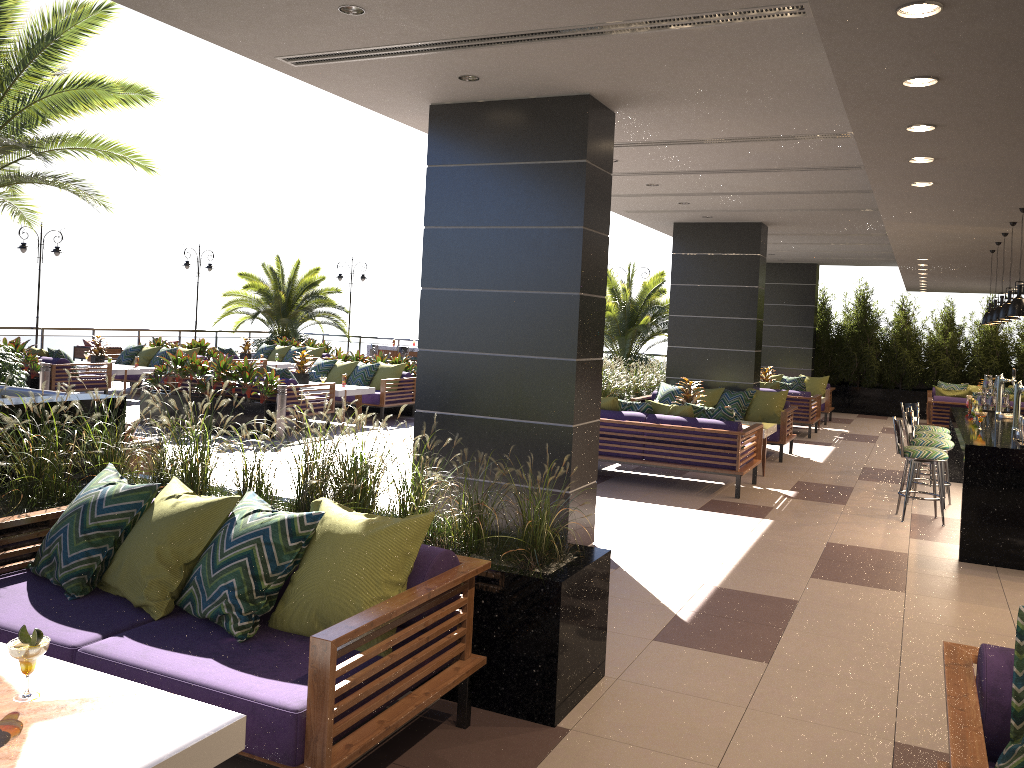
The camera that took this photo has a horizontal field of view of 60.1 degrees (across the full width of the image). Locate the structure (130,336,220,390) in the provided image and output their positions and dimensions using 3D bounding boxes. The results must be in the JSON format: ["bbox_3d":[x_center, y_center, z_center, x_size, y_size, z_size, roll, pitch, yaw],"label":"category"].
[{"bbox_3d":[-6.545,-0.350,17.325,2.251,1.171,0.714,4,2,22],"label":"structure"}]

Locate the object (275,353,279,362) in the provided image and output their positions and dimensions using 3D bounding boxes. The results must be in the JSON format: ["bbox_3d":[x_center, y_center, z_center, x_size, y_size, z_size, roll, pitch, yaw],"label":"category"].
[{"bbox_3d":[-5.073,-0.573,19.105,0.069,0.211,0.069,3,1,13],"label":"object"}]

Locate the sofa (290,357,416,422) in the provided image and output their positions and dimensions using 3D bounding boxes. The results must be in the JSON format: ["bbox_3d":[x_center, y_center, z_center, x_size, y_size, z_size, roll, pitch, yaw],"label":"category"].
[{"bbox_3d":[-2.727,0.046,14.724,2.129,0.919,1.119,4,3,25],"label":"sofa"}]

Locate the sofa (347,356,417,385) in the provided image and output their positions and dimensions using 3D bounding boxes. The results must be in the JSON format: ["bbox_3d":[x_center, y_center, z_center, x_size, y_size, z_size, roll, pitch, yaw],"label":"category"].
[{"bbox_3d":[-2.118,-0.019,16.102,2.129,0.919,1.119,4,3,25],"label":"sofa"}]

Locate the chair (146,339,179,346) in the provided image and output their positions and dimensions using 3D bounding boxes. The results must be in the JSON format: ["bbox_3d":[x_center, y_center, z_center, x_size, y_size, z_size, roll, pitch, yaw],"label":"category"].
[{"bbox_3d":[-8.547,-0.676,21.727,0.715,0.815,0.714,4,2,25],"label":"chair"}]

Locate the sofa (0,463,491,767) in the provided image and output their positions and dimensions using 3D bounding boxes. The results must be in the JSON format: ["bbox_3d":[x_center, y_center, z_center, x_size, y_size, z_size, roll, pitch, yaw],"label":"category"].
[{"bbox_3d":[-1.294,0.887,3.587,2.129,0.919,1.119,4,3,25],"label":"sofa"}]

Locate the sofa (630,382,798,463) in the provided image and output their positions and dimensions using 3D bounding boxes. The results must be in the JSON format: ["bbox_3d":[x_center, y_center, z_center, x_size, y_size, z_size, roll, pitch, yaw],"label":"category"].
[{"bbox_3d":[2.839,0.477,12.465,2.129,0.919,1.119,4,3,25],"label":"sofa"}]

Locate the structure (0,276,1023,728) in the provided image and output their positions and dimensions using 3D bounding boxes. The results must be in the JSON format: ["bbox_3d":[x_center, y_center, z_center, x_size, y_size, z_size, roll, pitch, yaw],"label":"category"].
[{"bbox_3d":[3.282,-0.384,9.234,7.828,3.119,24.731,4,4,25],"label":"structure"}]

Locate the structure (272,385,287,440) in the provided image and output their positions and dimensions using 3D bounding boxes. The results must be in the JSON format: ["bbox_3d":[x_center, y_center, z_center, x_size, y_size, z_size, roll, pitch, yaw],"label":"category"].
[{"bbox_3d":[-2.989,0.368,11.451,0.100,0.700,0.180,3,1,25],"label":"structure"}]

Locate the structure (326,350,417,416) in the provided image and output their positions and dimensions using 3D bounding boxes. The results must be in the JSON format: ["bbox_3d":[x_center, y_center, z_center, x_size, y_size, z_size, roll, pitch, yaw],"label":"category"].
[{"bbox_3d":[-2.424,-0.015,15.424,2.423,1.172,0.700,4,2,27],"label":"structure"}]

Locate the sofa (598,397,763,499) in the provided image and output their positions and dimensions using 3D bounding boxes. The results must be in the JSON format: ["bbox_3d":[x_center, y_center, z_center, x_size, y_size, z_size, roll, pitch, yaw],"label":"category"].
[{"bbox_3d":[1.595,0.600,9.792,2.129,0.919,1.119,4,3,25],"label":"sofa"}]

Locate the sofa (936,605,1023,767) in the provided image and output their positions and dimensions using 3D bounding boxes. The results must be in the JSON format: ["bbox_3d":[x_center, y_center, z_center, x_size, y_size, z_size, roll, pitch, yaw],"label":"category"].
[{"bbox_3d":[2.145,1.168,1.982,2.129,0.919,1.119,4,3,25],"label":"sofa"}]

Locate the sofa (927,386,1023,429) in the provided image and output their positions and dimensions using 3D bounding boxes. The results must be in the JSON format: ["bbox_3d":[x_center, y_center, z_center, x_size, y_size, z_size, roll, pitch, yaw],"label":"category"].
[{"bbox_3d":[8.318,0.556,15.230,2.129,0.919,1.119,4,3,25],"label":"sofa"}]

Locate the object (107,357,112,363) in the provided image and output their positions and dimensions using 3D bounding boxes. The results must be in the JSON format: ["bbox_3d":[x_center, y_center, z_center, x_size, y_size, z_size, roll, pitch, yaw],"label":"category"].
[{"bbox_3d":[-6.814,-0.366,14.968,0.082,0.197,0.069,2,1,-24],"label":"object"}]

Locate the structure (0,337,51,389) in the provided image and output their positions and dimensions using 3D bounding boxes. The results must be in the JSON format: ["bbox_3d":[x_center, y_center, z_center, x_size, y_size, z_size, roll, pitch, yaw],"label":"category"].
[{"bbox_3d":[-8.154,-0.187,13.814,2.254,1.171,0.737,4,2,26],"label":"structure"}]

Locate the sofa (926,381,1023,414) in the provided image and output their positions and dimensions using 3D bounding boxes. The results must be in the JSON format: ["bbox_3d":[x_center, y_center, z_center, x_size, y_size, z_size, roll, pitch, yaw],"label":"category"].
[{"bbox_3d":[9.402,0.448,17.558,2.129,0.919,1.119,4,3,25],"label":"sofa"}]

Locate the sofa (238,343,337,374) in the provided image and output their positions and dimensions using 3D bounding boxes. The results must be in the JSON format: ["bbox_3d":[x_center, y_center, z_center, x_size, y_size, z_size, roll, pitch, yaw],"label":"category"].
[{"bbox_3d":[-5.185,-0.446,20.084,2.129,0.919,1.119,4,3,25],"label":"sofa"}]

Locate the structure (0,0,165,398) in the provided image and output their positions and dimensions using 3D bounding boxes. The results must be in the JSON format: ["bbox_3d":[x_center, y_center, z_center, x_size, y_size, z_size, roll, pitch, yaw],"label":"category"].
[{"bbox_3d":[-6.892,-2.574,10.938,4.717,6.499,4.738,4,2,43],"label":"structure"}]

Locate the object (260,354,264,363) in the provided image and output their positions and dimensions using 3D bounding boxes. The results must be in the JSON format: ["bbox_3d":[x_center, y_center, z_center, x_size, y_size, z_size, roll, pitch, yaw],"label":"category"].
[{"bbox_3d":[-5.232,-0.529,18.498,0.067,0.189,0.085,2,1,-35],"label":"object"}]

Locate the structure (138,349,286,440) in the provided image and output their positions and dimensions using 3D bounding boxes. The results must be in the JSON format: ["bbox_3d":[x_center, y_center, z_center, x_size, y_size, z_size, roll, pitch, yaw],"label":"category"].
[{"bbox_3d":[-4.050,0.145,11.939,2.254,1.171,0.737,4,2,26],"label":"structure"}]

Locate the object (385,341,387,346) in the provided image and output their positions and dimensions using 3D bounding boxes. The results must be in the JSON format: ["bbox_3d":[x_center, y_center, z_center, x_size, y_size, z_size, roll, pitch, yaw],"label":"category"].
[{"bbox_3d":[-3.347,-1.032,23.424,0.105,0.209,0.105,3,1,0],"label":"object"}]

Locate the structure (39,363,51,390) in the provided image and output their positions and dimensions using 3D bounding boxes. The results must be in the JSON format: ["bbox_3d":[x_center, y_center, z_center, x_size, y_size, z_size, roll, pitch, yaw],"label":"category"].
[{"bbox_3d":[-7.054,0.036,13.346,0.100,0.700,0.180,3,1,25],"label":"structure"}]

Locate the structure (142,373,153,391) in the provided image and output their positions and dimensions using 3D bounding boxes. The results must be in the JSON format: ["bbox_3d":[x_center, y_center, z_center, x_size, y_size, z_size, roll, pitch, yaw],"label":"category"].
[{"bbox_3d":[-5.136,0.192,12.452,0.100,0.700,0.180,3,1,25],"label":"structure"}]

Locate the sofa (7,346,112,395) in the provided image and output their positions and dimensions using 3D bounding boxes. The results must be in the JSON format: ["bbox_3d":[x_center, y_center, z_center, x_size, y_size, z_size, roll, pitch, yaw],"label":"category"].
[{"bbox_3d":[-7.762,-0.188,14.520,2.129,0.919,1.119,4,3,25],"label":"sofa"}]

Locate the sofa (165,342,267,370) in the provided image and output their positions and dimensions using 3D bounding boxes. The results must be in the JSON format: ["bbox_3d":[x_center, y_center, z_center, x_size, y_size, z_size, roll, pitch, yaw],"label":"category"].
[{"bbox_3d":[-6.173,-0.350,17.993,2.129,0.919,1.119,4,3,25],"label":"sofa"}]

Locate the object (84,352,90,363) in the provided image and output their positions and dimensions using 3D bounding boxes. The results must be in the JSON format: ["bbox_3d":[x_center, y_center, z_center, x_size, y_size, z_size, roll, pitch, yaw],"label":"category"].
[{"bbox_3d":[-7.736,-0.490,16.103,0.105,0.197,0.106,2,1,-32],"label":"object"}]

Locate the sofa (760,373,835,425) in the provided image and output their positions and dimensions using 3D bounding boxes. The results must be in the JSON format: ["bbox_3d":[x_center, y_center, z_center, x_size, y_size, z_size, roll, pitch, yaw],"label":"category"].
[{"bbox_3d":[5.287,0.234,17.725,2.129,0.919,1.119,4,3,25],"label":"sofa"}]

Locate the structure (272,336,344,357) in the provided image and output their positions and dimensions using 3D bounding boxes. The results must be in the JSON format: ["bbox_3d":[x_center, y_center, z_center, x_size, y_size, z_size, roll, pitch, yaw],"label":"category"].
[{"bbox_3d":[-4.894,-0.511,20.818,2.254,1.171,0.737,4,2,26],"label":"structure"}]

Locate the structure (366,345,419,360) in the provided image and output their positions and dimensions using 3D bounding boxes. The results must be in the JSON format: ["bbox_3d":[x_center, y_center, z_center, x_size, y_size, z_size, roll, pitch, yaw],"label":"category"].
[{"bbox_3d":[-1.609,-0.636,22.391,4.407,1.328,0.804,5,2,25],"label":"structure"}]

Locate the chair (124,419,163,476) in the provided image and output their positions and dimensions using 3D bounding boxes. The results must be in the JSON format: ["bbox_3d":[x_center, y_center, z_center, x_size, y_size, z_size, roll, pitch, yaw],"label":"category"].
[{"bbox_3d":[-3.066,0.657,6.375,0.715,0.815,0.715,4,2,25],"label":"chair"}]

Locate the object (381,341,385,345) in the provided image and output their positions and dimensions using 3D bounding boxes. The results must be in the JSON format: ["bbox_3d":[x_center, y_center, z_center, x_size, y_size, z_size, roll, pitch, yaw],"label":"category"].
[{"bbox_3d":[-3.389,-1.027,23.317,0.105,0.209,0.105,3,1,0],"label":"object"}]

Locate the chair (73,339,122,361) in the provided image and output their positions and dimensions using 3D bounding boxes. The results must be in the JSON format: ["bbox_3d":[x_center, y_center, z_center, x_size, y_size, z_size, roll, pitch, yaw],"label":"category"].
[{"bbox_3d":[-9.354,-0.596,19.993,0.715,0.815,0.714,4,2,25],"label":"chair"}]

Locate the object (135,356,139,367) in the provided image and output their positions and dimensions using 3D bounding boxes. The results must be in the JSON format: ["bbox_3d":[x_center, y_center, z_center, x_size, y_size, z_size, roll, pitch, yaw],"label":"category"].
[{"bbox_3d":[-6.616,-0.397,15.610,0.067,0.189,0.085,2,1,-35],"label":"object"}]

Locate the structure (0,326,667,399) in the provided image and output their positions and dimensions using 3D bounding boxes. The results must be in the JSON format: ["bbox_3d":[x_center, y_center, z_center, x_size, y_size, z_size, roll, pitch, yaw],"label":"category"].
[{"bbox_3d":[-4.685,-0.222,16.162,12.936,1.058,17.505,5,4,25],"label":"structure"}]

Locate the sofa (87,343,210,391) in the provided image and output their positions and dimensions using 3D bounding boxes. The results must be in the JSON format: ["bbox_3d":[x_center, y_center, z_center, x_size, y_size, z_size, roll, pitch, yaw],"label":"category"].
[{"bbox_3d":[-6.782,-0.285,16.615,2.129,0.919,1.119,4,3,25],"label":"sofa"}]

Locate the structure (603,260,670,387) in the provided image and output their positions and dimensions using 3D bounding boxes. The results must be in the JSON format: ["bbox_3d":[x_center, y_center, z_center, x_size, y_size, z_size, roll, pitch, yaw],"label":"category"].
[{"bbox_3d":[2.622,-1.271,20.374,3.797,3.301,3.761,2,3,-22],"label":"structure"}]

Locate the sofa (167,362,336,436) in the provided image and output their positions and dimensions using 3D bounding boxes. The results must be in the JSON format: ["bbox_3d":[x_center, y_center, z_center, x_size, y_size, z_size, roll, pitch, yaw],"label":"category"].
[{"bbox_3d":[-3.714,0.142,12.633,2.129,0.919,1.119,4,3,25],"label":"sofa"}]

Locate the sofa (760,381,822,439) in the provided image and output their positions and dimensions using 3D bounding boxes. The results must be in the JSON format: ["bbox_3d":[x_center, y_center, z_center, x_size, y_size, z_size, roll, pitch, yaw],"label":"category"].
[{"bbox_3d":[4.204,0.341,15.397,2.129,0.919,1.119,4,3,25],"label":"sofa"}]

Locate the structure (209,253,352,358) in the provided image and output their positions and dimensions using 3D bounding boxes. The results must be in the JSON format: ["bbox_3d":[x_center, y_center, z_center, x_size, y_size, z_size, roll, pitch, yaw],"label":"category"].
[{"bbox_3d":[-6.261,-1.992,24.452,3.798,3.301,3.759,3,2,-7],"label":"structure"}]
